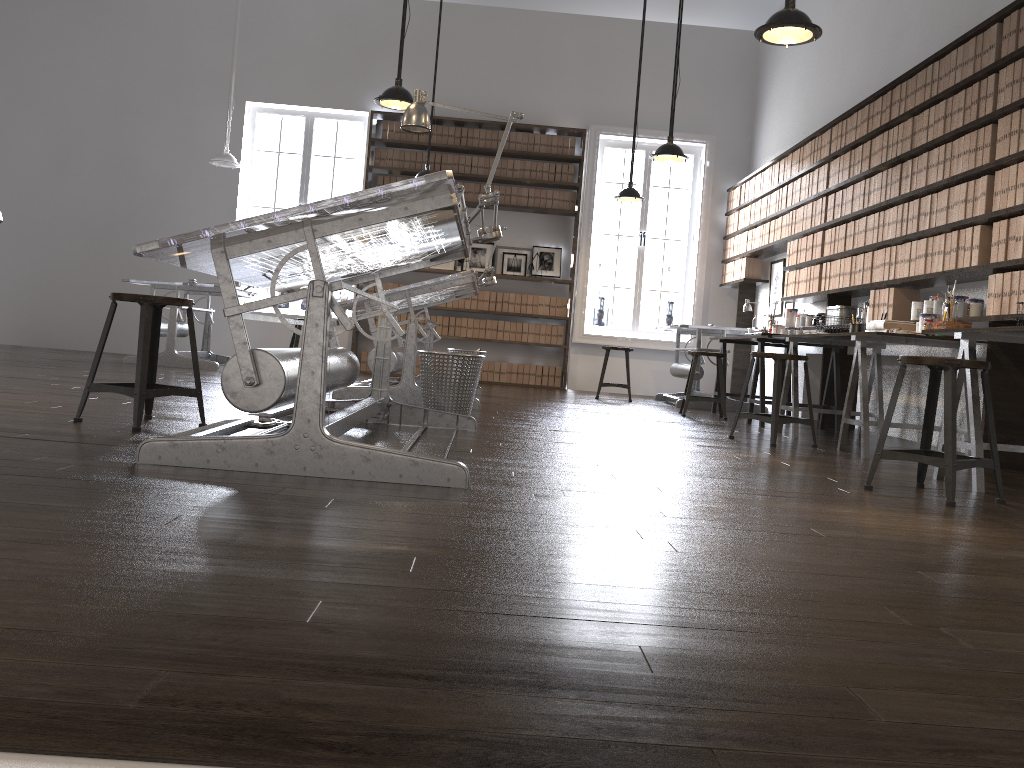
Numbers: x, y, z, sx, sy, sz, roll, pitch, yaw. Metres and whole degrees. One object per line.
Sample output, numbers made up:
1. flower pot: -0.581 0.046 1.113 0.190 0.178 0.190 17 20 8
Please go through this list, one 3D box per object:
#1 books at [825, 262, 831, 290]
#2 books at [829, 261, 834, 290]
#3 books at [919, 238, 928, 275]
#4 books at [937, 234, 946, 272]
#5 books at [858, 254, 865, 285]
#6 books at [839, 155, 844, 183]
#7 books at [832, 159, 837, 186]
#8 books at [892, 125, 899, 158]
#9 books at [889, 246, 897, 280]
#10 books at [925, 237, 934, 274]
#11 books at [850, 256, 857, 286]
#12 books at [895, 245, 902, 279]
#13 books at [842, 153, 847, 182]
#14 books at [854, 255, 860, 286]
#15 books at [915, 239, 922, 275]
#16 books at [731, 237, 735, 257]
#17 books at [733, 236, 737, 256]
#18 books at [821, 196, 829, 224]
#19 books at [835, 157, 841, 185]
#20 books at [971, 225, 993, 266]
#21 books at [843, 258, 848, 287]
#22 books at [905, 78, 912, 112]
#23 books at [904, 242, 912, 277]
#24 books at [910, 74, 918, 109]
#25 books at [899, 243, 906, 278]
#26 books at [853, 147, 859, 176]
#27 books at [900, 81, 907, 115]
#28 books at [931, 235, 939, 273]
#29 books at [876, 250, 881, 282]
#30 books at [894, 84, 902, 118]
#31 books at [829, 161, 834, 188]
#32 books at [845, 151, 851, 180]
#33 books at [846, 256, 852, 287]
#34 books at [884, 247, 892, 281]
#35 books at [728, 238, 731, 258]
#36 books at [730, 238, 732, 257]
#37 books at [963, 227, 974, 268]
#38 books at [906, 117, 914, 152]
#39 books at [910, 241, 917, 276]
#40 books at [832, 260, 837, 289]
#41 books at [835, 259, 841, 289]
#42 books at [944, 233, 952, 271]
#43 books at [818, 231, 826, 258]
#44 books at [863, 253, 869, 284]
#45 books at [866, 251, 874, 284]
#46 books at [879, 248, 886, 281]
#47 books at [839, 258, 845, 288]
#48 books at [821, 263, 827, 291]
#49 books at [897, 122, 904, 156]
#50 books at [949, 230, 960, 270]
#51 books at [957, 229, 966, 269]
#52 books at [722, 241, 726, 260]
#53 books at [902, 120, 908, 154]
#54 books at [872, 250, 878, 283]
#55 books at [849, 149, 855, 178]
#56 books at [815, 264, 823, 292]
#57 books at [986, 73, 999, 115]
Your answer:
1. books: 2.552 -0.833 6.922 0.174 0.226 0.066 5 0 -1
2. books: 2.557 -0.830 6.853 0.174 0.226 0.066 5 0 -2
3. books: 2.588 -0.767 5.396 0.174 0.226 0.067 5 0 -2
4. books: 2.595 -0.758 5.187 0.174 0.226 0.066 5 0 -2
5. books: 2.567 -0.806 6.301 0.174 0.226 0.066 5 0 -1
6. books: 2.620 -1.642 6.821 0.174 0.225 0.066 5 0 -2
7. books: 2.619 -1.648 6.964 0.174 0.226 0.066 5 0 -2
8. books: 2.642 -1.603 5.914 0.174 0.226 0.067 5 0 -1
9. books: 2.581 -0.785 5.808 0.174 0.226 0.066 5 0 -2
10. books: 2.596 -0.764 5.329 0.174 0.226 0.066 5 0 -1
11. books: 2.567 -0.812 6.443 0.174 0.226 0.066 5 0 -2
12. books: 2.586 -0.782 5.738 0.174 0.226 0.066 5 0 -1
13. books: 2.624 -1.639 6.758 0.174 0.225 0.066 5 0 -2
14. books: 2.569 -0.809 6.372 0.174 0.226 0.066 5 0 -2
15. books: 2.591 -0.770 5.463 0.174 0.225 0.066 5 0 -1
16. books: 2.520 -1.502 9.780 0.174 0.226 0.067 5 0 -1
17. books: 2.527 -1.499 9.706 0.174 0.225 0.066 5 0 -2
18. books: 2.594 -1.388 7.133 0.174 0.226 0.066 5 0 -1
19. books: 2.617 -1.645 6.894 0.174 0.226 0.067 5 0 -1
20. books: 2.606 -0.742 4.813 0.174 0.225 0.066 5 0 -2
21. books: 2.562 -0.818 6.577 0.174 0.225 0.066 5 0 -2
22. books: 2.674 -1.873 5.783 0.174 0.226 0.066 5 0 -1
23. books: 2.584 -0.776 5.598 0.174 0.226 0.067 5 0 -2
24. books: 2.674 -1.870 5.713 0.174 0.226 0.066 5 0 -1
25. books: 2.586 -0.779 5.668 0.174 0.226 0.066 5 0 -1
26. books: 2.630 -1.630 6.553 0.174 0.226 0.066 5 0 -2
27. books: 2.668 -1.876 5.852 0.174 0.226 0.066 5 0 -2
28. books: 2.598 -0.761 5.258 0.174 0.226 0.066 5 0 -1
29. books: 2.576 -0.794 6.016 0.174 0.225 0.066 5 0 -2
30. books: 2.663 -1.880 5.925 0.174 0.226 0.066 5 0 -2
31. books: 2.619 -1.651 7.034 0.174 0.226 0.066 5 0 -2
32. books: 2.621 -1.636 6.692 0.174 0.226 0.067 5 0 -1
33. books: 2.559 -0.815 6.510 0.174 0.226 0.067 5 0 -1
34. books: 2.575 -0.788 5.880 0.174 0.226 0.066 5 0 -2
35. books: 2.517 -1.509 9.926 0.174 0.226 0.066 5 0 -2
36. books: 2.523 -1.505 9.855 0.174 0.226 0.066 5 0 -2
37. books: 2.603 -0.746 4.891 0.174 0.226 0.067 5 0 -1
38. books: 2.646 -1.594 5.712 0.174 0.226 0.067 5 0 -1
39. books: 2.588 -0.773 5.526 0.174 0.225 0.066 5 0 -1
40. books: 2.557 -0.827 6.783 0.174 0.226 0.066 5 0 -2
41. books: 2.555 -0.824 6.713 0.174 0.226 0.067 5 0 -1
42. books: 2.602 -0.755 5.116 0.174 0.226 0.066 5 0 -2
43. books: 2.565 -1.112 7.127 0.174 0.226 0.067 5 0 -2
44. books: 2.573 -0.803 6.230 0.174 0.226 0.066 5 0 -1
45. books: 2.570 -0.800 6.155 0.174 0.226 0.067 5 0 -2
46. books: 2.573 -0.791 5.953 0.174 0.226 0.067 5 0 -1
47. books: 2.559 -0.821 6.640 0.174 0.225 0.066 5 0 -2
48. books: 2.546 -0.836 6.995 0.174 0.226 0.066 5 0 -1
49. books: 2.646 -1.600 5.842 0.174 0.225 0.066 5 0 -2
50. books: 2.598 -0.752 5.041 0.174 0.226 0.067 5 0 -1
51. books: 2.606 -0.749 4.967 0.174 0.225 0.066 5 0 -2
52. books: 2.510 -1.518 10.135 0.174 0.226 0.067 5 0 -2
53. books: 2.649 -1.597 5.779 0.174 0.225 0.066 5 0 -2
54. books: 2.577 -0.796 6.081 0.174 0.225 0.066 5 0 -1
55. books: 2.628 -1.633 6.624 0.174 0.226 0.066 5 0 -2
56. books: 2.544 -0.842 7.127 0.174 0.226 0.067 5 0 -2
57. books: 2.674 -1.555 4.796 0.174 0.225 0.066 5 0 -1
